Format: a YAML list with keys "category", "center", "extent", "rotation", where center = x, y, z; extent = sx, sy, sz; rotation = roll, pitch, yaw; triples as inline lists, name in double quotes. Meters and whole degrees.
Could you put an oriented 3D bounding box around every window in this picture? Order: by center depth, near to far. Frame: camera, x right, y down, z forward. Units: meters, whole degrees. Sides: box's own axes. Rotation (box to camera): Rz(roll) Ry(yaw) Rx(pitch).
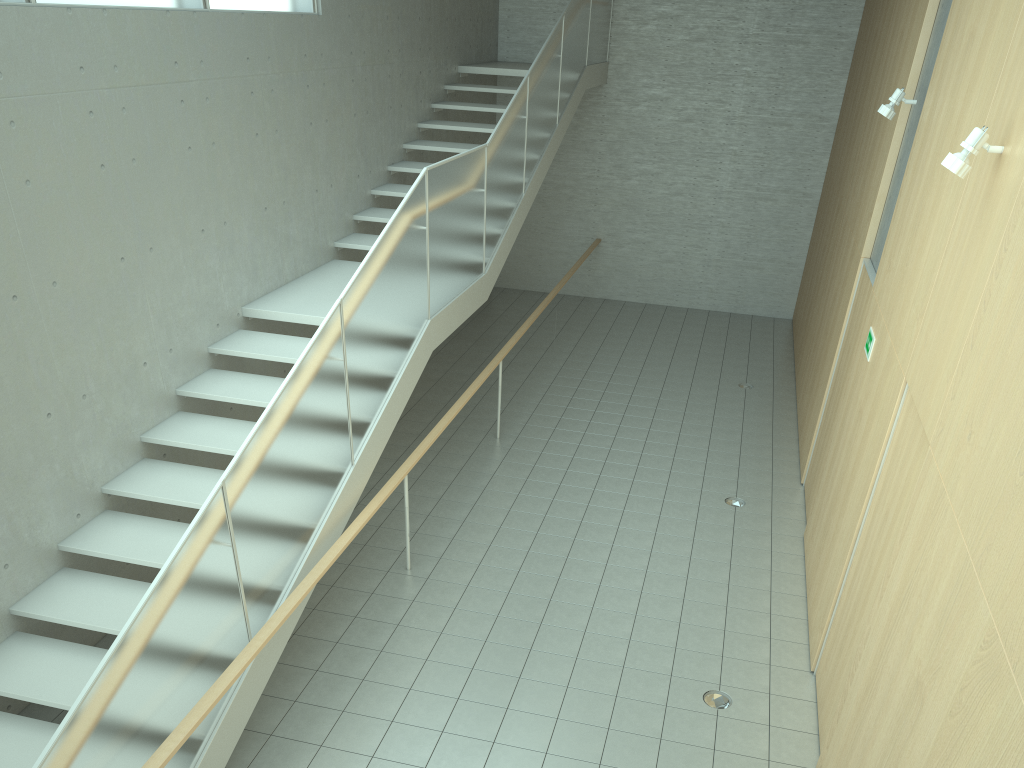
- category: "window"
  center: [-3.132, -2.360, 1.255]
  extent: [0.030, 3.186, 13.786]
  rotation: [10, 25, 13]

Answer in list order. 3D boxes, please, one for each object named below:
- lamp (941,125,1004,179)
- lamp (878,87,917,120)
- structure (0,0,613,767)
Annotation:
- category: "lamp"
  center: [1.940, -0.976, 3.578]
  extent: [0.232, 0.225, 0.122]
  rotation: [0, 29, -5]
- category: "lamp"
  center: [2.660, -1.939, 5.880]
  extent: [0.232, 0.225, 0.122]
  rotation: [0, 29, -5]
- category: "structure"
  center: [-1.050, -1.237, 7.515]
  extent: [1.867, 4.872, 11.108]
  rotation: [10, 26, 13]
